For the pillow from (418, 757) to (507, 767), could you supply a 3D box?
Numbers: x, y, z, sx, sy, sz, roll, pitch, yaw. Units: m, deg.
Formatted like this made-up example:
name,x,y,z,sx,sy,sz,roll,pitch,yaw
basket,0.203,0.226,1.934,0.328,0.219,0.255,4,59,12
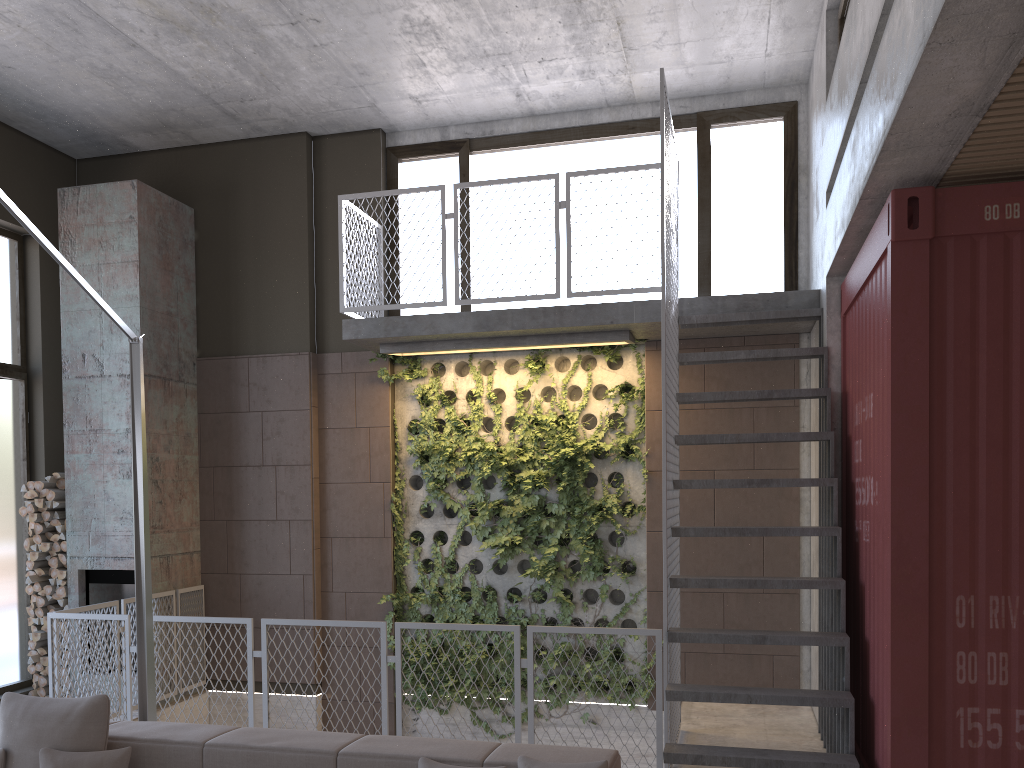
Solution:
name,x,y,z,sx,sy,sz,roll,pitch,yaw
pillow,-0.212,1.645,3.375,0.370,0.359,0.187,-1,0,14

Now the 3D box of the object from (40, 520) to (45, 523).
name,x,y,z,sx,sy,sz,roll,pitch,yaw
object,-4.164,1.226,7.967,0.089,0.056,0.334,-2,-7,13

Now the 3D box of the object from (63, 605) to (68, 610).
name,x,y,z,sx,sy,sz,roll,pitch,yaw
object,-3.902,2.001,7.959,0.067,0.084,0.427,-1,-7,12

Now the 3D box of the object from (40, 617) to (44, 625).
name,x,y,z,sx,sy,sz,roll,pitch,yaw
object,-4.136,2.143,8.027,0.067,0.067,0.425,-1,-7,13

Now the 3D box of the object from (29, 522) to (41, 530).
name,x,y,z,sx,sy,sz,roll,pitch,yaw
object,-4.257,1.298,8.006,0.101,0.102,0.294,-1,-6,15

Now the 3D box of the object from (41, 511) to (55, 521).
name,x,y,z,sx,sy,sz,roll,pitch,yaw
object,-4.066,1.194,7.961,0.091,0.089,0.458,-1,-7,12

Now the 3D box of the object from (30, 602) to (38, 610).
name,x,y,z,sx,sy,sz,roll,pitch,yaw
object,-4.252,1.994,7.940,0.045,0.072,0.252,-1,-6,13

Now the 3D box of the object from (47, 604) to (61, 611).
name,x,y,z,sx,sy,sz,roll,pitch,yaw
object,-4.090,2.050,8.045,0.101,0.086,0.365,-1,-7,13

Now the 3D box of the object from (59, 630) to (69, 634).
name,x,y,z,sx,sy,sz,roll,pitch,yaw
object,-3.956,2.202,8.001,0.091,0.089,0.458,-1,-7,13

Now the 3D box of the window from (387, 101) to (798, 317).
name,x,y,z,sx,sy,sz,roll,pitch,yaw
window,0.611,-1.339,7.619,3.568,1.751,0.109,-2,1,14

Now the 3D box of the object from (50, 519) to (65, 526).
name,x,y,z,sx,sy,sz,roll,pitch,yaw
object,-4.001,1.248,7.949,0.122,0.067,0.365,-2,-7,15

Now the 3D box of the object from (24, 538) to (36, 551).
name,x,y,z,sx,sy,sz,roll,pitch,yaw
object,-4.294,1.457,8.007,0.064,0.124,0.366,-1,-6,13

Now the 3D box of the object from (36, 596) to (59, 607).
name,x,y,z,sx,sy,sz,roll,pitch,yaw
object,-4.169,1.957,7.959,0.098,0.106,0.295,-1,-6,15

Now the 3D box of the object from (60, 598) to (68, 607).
name,x,y,z,sx,sy,sz,roll,pitch,yaw
object,-4.026,1.993,8.063,0.104,0.102,0.293,-1,-6,13

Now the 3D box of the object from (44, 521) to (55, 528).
name,x,y,z,sx,sy,sz,roll,pitch,yaw
object,-4.099,1.266,7.978,0.064,0.074,0.361,-1,-7,12

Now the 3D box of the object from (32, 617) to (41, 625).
name,x,y,z,sx,sy,sz,roll,pitch,yaw
object,-4.215,2.144,8.046,0.067,0.067,0.425,-1,-7,13

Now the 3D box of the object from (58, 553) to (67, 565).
name,x,y,z,sx,sy,sz,roll,pitch,yaw
object,-3.931,1.574,7.920,0.088,0.108,0.367,-1,-6,13

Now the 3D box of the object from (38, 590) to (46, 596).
name,x,y,z,sx,sy,sz,roll,pitch,yaw
object,-4.157,1.884,7.985,0.089,0.056,0.334,-2,-7,13

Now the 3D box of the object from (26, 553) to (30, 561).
name,x,y,z,sx,sy,sz,roll,pitch,yaw
object,-4.233,1.562,7.989,0.067,0.067,0.425,-1,-7,13

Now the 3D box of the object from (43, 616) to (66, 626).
name,x,y,z,sx,sy,sz,roll,pitch,yaw
object,-4.063,2.130,8.006,0.093,0.083,0.482,-1,-7,13

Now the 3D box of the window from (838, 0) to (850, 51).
name,x,y,z,sx,sy,sz,roll,pitch,yaw
window,1.118,-2.640,1.677,0.113,0.604,8.485,0,-7,14

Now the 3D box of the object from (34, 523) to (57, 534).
name,x,y,z,sx,sy,sz,roll,pitch,yaw
object,-4.176,1.298,7.940,0.098,0.106,0.295,-1,-6,15

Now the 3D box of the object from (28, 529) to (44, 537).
name,x,y,z,sx,sy,sz,roll,pitch,yaw
object,-4.259,1.336,7.922,0.045,0.072,0.252,-1,-6,13

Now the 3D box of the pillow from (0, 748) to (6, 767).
name,x,y,z,sx,sy,sz,roll,pitch,yaw
pillow,-2.307,1.759,3.855,0.151,0.376,0.370,-1,-2,-43

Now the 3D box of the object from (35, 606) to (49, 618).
name,x,y,z,sx,sy,sz,roll,pitch,yaw
object,-4.171,2.065,8.040,0.092,0.093,0.439,-1,-7,13

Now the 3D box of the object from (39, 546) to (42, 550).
name,x,y,z,sx,sy,sz,roll,pitch,yaw
object,-4.090,1.476,7.973,0.115,0.079,0.437,-2,-7,13

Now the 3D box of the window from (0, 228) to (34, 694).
name,x,y,z,sx,sy,sz,roll,pitch,yaw
window,-5.559,0.187,3.674,0.209,4.149,9.256,0,-5,13

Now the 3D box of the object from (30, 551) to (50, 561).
name,x,y,z,sx,sy,sz,roll,pitch,yaw
object,-4.160,1.549,7.969,0.093,0.083,0.482,-1,-7,13

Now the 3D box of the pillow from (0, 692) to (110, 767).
name,x,y,z,sx,sy,sz,roll,pitch,yaw
pillow,-2.015,1.622,3.810,0.564,0.557,0.221,-1,0,16

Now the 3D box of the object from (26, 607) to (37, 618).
name,x,y,z,sx,sy,sz,roll,pitch,yaw
object,-4.269,2.070,8.020,0.088,0.108,0.367,-1,-6,13

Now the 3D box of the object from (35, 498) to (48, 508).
name,x,y,z,sx,sy,sz,roll,pitch,yaw
object,-4.110,1.078,7.955,0.094,0.083,0.482,-1,-7,13

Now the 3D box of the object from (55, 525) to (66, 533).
name,x,y,z,sx,sy,sz,roll,pitch,yaw
object,-3.963,1.314,7.953,0.067,0.084,0.427,-1,-7,12

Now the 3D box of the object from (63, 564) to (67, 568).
name,x,y,z,sx,sy,sz,roll,pitch,yaw
object,-3.935,1.630,7.994,0.101,0.086,0.365,-1,-7,13

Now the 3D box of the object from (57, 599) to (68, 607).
name,x,y,z,sx,sy,sz,roll,pitch,yaw
object,-3.955,1.972,7.972,0.067,0.084,0.427,-1,-7,12

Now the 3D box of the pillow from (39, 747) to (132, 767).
name,x,y,z,sx,sy,sz,roll,pitch,yaw
pillow,-1.789,1.703,3.648,0.376,0.372,0.169,0,0,-12

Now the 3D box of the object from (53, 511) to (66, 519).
name,x,y,z,sx,sy,sz,roll,pitch,yaw
object,-3.991,1.185,7.972,0.067,0.071,0.425,-1,-7,13

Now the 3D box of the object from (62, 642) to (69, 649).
name,x,y,z,sx,sy,sz,roll,pitch,yaw
object,-3.920,2.339,7.982,0.071,0.072,0.425,-1,-7,13

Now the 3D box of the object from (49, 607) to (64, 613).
name,x,y,z,sx,sy,sz,roll,pitch,yaw
object,-4.005,2.060,7.970,0.091,0.089,0.458,-1,-7,15

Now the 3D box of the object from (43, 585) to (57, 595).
name,x,y,z,sx,sy,sz,roll,pitch,yaw
object,-4.058,1.852,7.980,0.091,0.089,0.458,-1,-7,12

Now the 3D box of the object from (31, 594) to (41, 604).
name,x,y,z,sx,sy,sz,roll,pitch,yaw
object,-4.250,1.956,8.025,0.101,0.102,0.294,-1,-6,15

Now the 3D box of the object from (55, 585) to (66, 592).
name,x,y,z,sx,sy,sz,roll,pitch,yaw
object,-3.984,1.843,7.991,0.067,0.071,0.425,-1,-7,13

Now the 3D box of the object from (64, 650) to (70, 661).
name,x,y,z,sx,sy,sz,roll,pitch,yaw
object,-3.890,2.435,7.987,0.091,0.092,0.439,-1,-7,13

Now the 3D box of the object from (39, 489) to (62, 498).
name,x,y,z,sx,sy,sz,roll,pitch,yaw
object,-4.083,0.986,7.910,0.104,0.083,0.365,-1,-7,13

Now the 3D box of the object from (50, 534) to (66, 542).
name,x,y,z,sx,sy,sz,roll,pitch,yaw
object,-4.001,1.398,7.992,0.115,0.079,0.437,-2,-7,13

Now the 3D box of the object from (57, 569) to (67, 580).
name,x,y,z,sx,sy,sz,roll,pitch,yaw
object,-3.908,1.710,7.954,0.093,0.083,0.482,-1,-7,13

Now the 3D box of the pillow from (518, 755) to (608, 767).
name,x,y,z,sx,sy,sz,roll,pitch,yaw
pillow,0.174,1.595,3.298,0.362,0.366,0.187,-2,0,19
